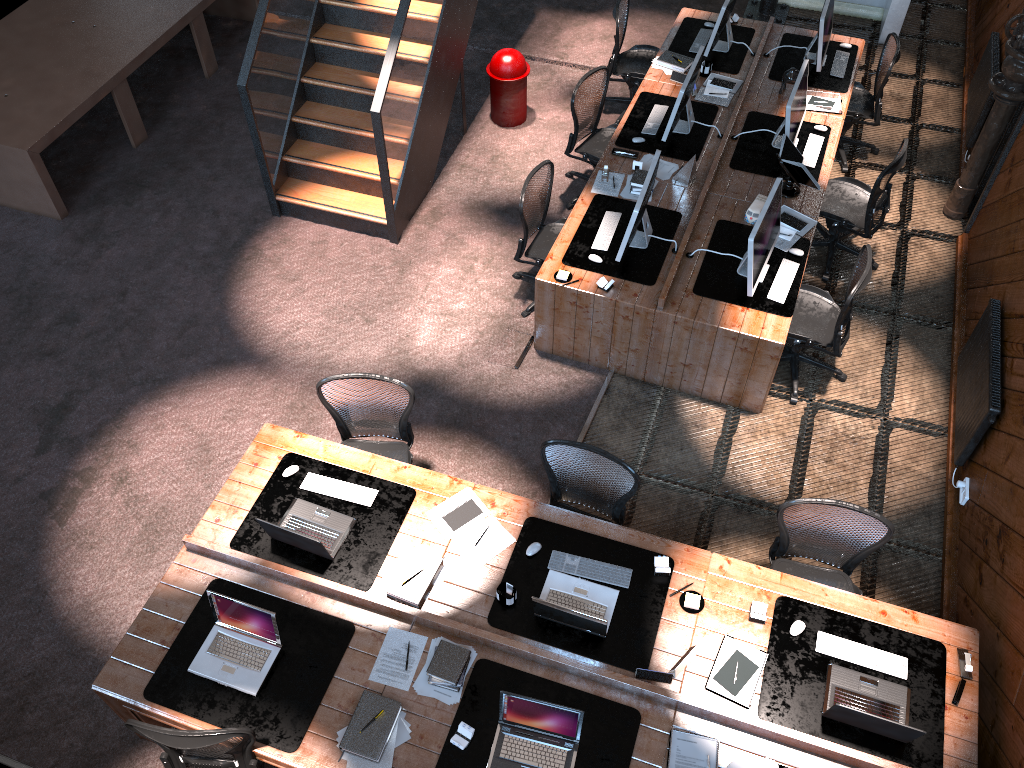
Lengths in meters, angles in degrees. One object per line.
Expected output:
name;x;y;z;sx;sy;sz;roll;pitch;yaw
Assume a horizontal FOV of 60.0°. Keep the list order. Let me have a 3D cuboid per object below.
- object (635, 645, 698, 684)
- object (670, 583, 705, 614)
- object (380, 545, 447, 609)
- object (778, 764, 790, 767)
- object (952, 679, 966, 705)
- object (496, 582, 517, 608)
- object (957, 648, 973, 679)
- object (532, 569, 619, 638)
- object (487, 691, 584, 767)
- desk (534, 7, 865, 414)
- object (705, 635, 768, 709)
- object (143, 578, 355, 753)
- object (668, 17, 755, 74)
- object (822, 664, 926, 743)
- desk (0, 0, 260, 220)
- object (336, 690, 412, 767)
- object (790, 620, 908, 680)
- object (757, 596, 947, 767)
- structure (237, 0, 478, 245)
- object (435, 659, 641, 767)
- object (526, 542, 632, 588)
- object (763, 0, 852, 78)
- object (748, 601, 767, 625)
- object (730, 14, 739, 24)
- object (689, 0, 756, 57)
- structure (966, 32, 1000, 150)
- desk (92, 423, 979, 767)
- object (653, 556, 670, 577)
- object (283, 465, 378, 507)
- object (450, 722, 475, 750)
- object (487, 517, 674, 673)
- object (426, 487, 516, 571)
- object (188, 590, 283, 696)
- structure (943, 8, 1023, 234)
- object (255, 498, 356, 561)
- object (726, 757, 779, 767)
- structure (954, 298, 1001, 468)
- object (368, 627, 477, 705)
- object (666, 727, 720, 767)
object;0.777;1.392;4.358;0.347;0.083;0.129;-17;52;-13
object;0.930;1.122;4.620;0.158;0.026;0.154;-23;54;-18
object;-0.524;0.995;4.717;0.325;0.065;0.363;27;55;22
object;1.421;2.084;3.823;0.848;0.008;0.687;14;52;12
object;2.164;1.488;4.291;0.022;0.042;0.134;27;55;22
object;-0.028;1.091;4.593;0.099;0.138;0.078;25;55;20
object;2.243;1.369;4.377;0.054;0.064;0.159;9;51;8
object;0.328;1.061;4.468;0.380;0.288;0.320;15;52;13
object;0.098;1.641;4.020;0.390;0.283;0.323;11;51;9
desk;1.725;-1.758;7.475;1.748;0.840;4.117;17;52;14
object;1.112;1.402;4.365;0.229;0.060;0.316;21;53;17
object;-1.302;1.382;4.439;0.848;0.008;0.687;14;52;12
object;1.833;-3.137;8.196;0.687;0.008;0.848;16;52;14
object;1.697;1.464;4.153;0.390;0.283;0.323;15;52;13
desk;-4.132;-3.182;8.786;1.650;0.750;3.630;15;52;13
object;-0.655;1.644;4.173;0.325;0.065;0.363;23;54;19
object;1.679;1.329;4.431;0.577;0.040;0.139;17;52;15
object;1.677;1.454;4.348;0.848;0.008;0.687;14;52;12
structure;-0.442;-4.452;8.135;10.620;4.603;5.793;15;52;13
object;0.118;1.717;4.143;0.848;0.008;0.687;14;52;12
object;0.353;0.970;4.745;0.577;0.040;0.139;14;52;12
object;2.775;-3.082;7.786;0.799;0.576;0.648;-20;53;-15
object;1.268;1.168;4.555;0.082;0.063;0.106;13;51;11
object;2.100;-3.480;8.444;0.106;0.063;0.082;-8;50;-6
object;1.874;-3.311;7.990;0.586;0.581;0.692;-18;52;-14
structure;4.289;-2.663;8.092;0.073;0.628;1.064;15;52;13
desk;0.155;1.581;4.691;4.117;0.840;1.748;15;52;13
object;0.799;0.964;4.721;0.082;0.063;0.106;1;50;1
object;-1.051;0.584;5.082;0.577;0.040;0.139;15;52;13
object;-0.233;1.652;4.157;0.082;0.063;0.106;25;55;20
object;0.373;1.087;4.669;0.848;0.008;0.687;14;52;12
object;-0.229;0.792;4.912;0.304;0.017;0.467;-31;56;-23
object;-1.366;1.261;4.317;0.380;0.288;0.320;15;52;13
structure;3.981;-2.441;6.799;0.500;2.745;1.003;19;53;16
object;-1.106;0.732;4.794;0.390;0.283;0.323;17;52;14
object;1.464;1.938;3.931;1.058;0.002;0.356;13;51;11
structure;3.071;0.011;5.863;0.073;0.628;1.064;15;52;13
object;-0.439;1.363;4.386;0.478;0.098;0.319;13;51;12
object;0.829;1.756;4.070;0.229;0.060;0.316;9;51;8
